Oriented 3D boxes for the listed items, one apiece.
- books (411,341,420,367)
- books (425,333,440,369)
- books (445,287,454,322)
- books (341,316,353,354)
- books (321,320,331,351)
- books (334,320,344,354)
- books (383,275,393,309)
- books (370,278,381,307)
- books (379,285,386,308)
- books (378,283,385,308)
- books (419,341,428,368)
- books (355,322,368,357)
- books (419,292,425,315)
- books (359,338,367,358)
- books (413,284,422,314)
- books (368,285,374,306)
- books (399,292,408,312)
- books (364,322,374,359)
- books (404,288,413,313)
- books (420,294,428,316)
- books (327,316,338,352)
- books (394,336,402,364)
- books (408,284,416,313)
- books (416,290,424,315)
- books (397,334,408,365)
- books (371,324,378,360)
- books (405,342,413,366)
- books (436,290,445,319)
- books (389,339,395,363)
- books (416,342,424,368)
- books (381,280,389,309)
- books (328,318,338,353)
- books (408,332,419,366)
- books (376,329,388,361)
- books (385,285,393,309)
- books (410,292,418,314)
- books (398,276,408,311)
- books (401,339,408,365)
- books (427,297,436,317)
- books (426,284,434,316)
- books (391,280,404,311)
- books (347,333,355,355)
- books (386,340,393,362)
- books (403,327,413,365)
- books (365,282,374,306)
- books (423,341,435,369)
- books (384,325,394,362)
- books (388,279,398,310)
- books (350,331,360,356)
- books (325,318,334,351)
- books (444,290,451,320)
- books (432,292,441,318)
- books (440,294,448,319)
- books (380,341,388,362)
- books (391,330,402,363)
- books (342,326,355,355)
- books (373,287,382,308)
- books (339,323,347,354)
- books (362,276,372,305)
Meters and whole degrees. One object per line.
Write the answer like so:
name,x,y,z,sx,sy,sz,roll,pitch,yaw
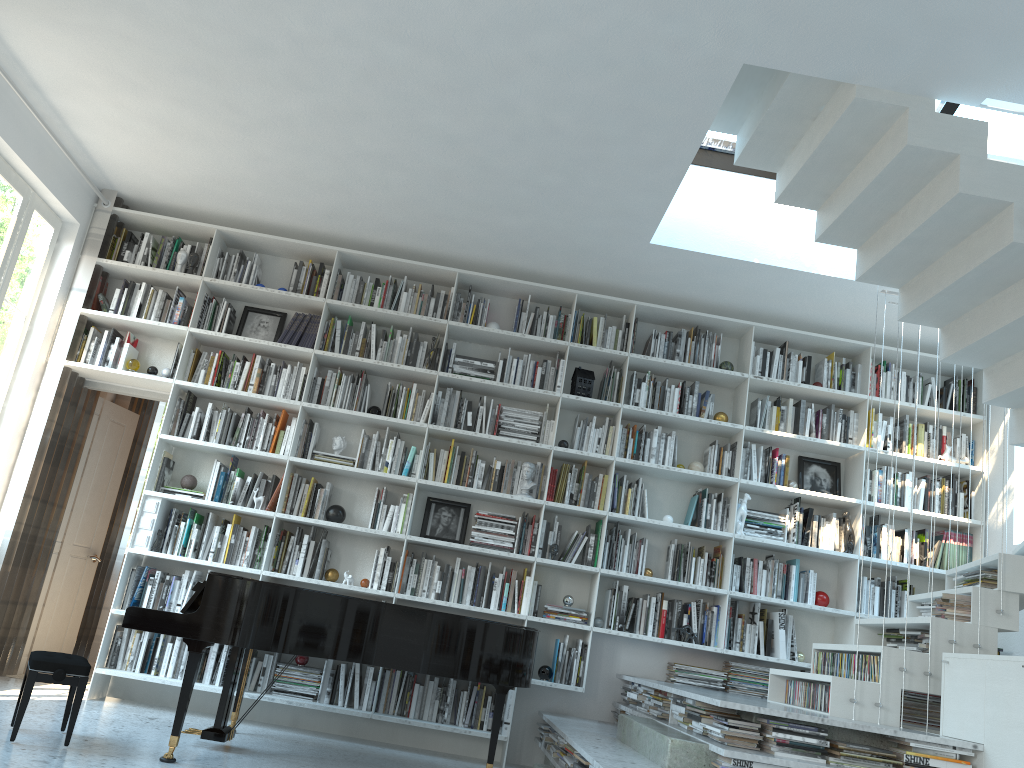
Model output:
books,-0.668,-0.166,6.151,0.030,0.217,0.183,10,-16,-1
books,-0.559,-0.188,6.165,0.058,0.301,0.175,10,-15,-1
books,-0.439,-0.519,6.259,0.026,0.287,0.176,10,-15,-1
books,-1.147,-0.299,6.147,0.012,0.314,0.172,10,-15,-1
books,-1.281,-0.295,6.133,0.023,0.255,0.175,10,-15,-1
books,-1.200,-0.284,6.156,0.067,0.273,0.168,10,-15,-1
books,-0.880,-0.601,6.254,0.010,0.298,0.151,10,-15,-1
books,-0.970,-0.597,6.264,0.028,0.267,0.152,10,-15,-1
books,-0.910,-0.566,6.240,0.011,0.215,0.160,10,-16,-1
books,-0.921,-0.575,6.249,0.013,0.234,0.155,10,-15,-1
books,-0.619,-0.161,6.173,0.025,0.236,0.153,10,-15,-1
books,-1.050,-0.269,6.154,0.023,0.292,0.156,10,-15,-1
books,-0.636,-0.517,6.234,0.013,0.206,0.178,10,-16,-1
books,-1.032,-0.208,6.150,0.034,0.180,0.160,10,-16,-1
books,-0.666,-0.549,6.246,0.014,0.265,0.192,10,-16,-1
books,-0.994,-0.575,6.258,0.012,0.215,0.150,10,-15,-1
books,-0.763,-0.527,6.243,0.031,0.189,0.182,10,-16,-1
books,-0.998,-0.266,6.176,0.013,0.314,0.135,10,-15,-1
books,-0.732,-0.541,6.258,0.026,0.235,0.134,10,-15,-1
books,-0.617,-0.511,6.231,0.026,0.199,0.187,10,-16,-1
books,-1.248,-0.305,6.174,0.014,0.308,0.130,10,-15,-1
books,-0.788,-0.193,6.142,0.021,0.225,0.192,10,-16,-1
books,-0.710,-0.553,6.264,0.014,0.268,0.156,10,-15,-1
books,-0.652,-0.527,6.249,0.021,0.228,0.161,10,-15,-1
books,-0.762,-0.200,6.165,0.028,0.260,0.136,10,-15,-1
books,-0.956,-0.251,6.148,0.075,0.284,0.179,10,-15,-1
books,-0.717,-0.167,6.167,0.024,0.213,0.150,10,-15,-1
books,-0.509,-0.513,6.271,0.029,0.260,0.152,10,-15,-1
books,-0.831,-0.189,6.149,0.010,0.208,0.174,10,-16,-1
books,-0.642,-0.162,6.156,0.022,0.222,0.161,10,-16,-1
books,-0.895,-0.581,6.245,0.013,0.251,0.184,10,-16,-1
books,-1.237,-0.299,6.150,0.010,0.286,0.148,10,-15,-1
books,-0.689,-0.199,6.180,0.022,0.289,0.147,10,-15,-1
books,-0.908,-0.228,6.162,0.027,0.264,0.169,10,-15,-1
books,-0.867,-0.564,6.258,0.029,0.235,0.130,10,-15,-1
books,-0.694,-0.521,6.265,0.029,0.213,0.142,10,-15,-1
books,-0.776,-0.588,6.266,0.014,0.314,0.166,10,-15,-1
books,-0.744,-0.183,6.158,0.013,0.230,0.142,10,-15,-1
books,-0.569,-0.491,6.242,0.031,0.184,0.177,10,-16,-1
books,-0.582,-0.541,6.260,0.013,0.284,0.160,10,-15,-1
books,-0.811,-0.577,6.247,0.052,0.272,0.173,10,-15,-1
books,-1.109,-0.233,6.147,0.024,0.201,0.154,10,-16,-1
books,-0.850,-0.187,6.175,0.024,0.211,0.128,10,-15,-1
books,-0.725,-0.223,6.159,0.011,0.312,0.184,10,-15,-1
books,-1.011,-0.585,6.268,0.025,0.234,0.130,10,-15,-1
books,-0.577,-0.172,6.159,0.055,0.263,0.167,10,-15,-1
books,-0.858,-0.242,6.162,0.012,0.307,0.145,10,-15,-1
books,-0.842,-0.584,6.249,0.013,0.275,0.165,10,-15,-1
books,-1.082,-0.238,6.144,0.029,0.218,0.158,10,-16,-1
books,-1.262,-0.301,6.151,0.013,0.282,0.159,10,-15,-1
books,-0.460,-0.511,6.260,0.014,0.266,0.172,10,-15,-1
books,-0.537,-0.508,6.259,0.026,0.236,0.149,10,-15,-1
books,-0.483,-0.497,6.247,0.026,0.224,0.172,10,-16,-1
books,-0.888,-0.185,6.145,0.028,0.179,0.168,10,-16,-1
books,-0.808,-0.219,6.172,0.026,0.285,0.138,10,-15,-1
books,-1.132,-0.260,6.139,0.031,0.241,0.182,10,-16,-1
books,-0.946,-0.562,6.248,0.030,0.201,0.152,10,-16,-1
books,-1.163,-0.273,6.148,0.011,0.259,0.157,10,-15,-1
books,-1.024,-0.609,6.246,0.010,0.263,0.161,10,-15,-1
